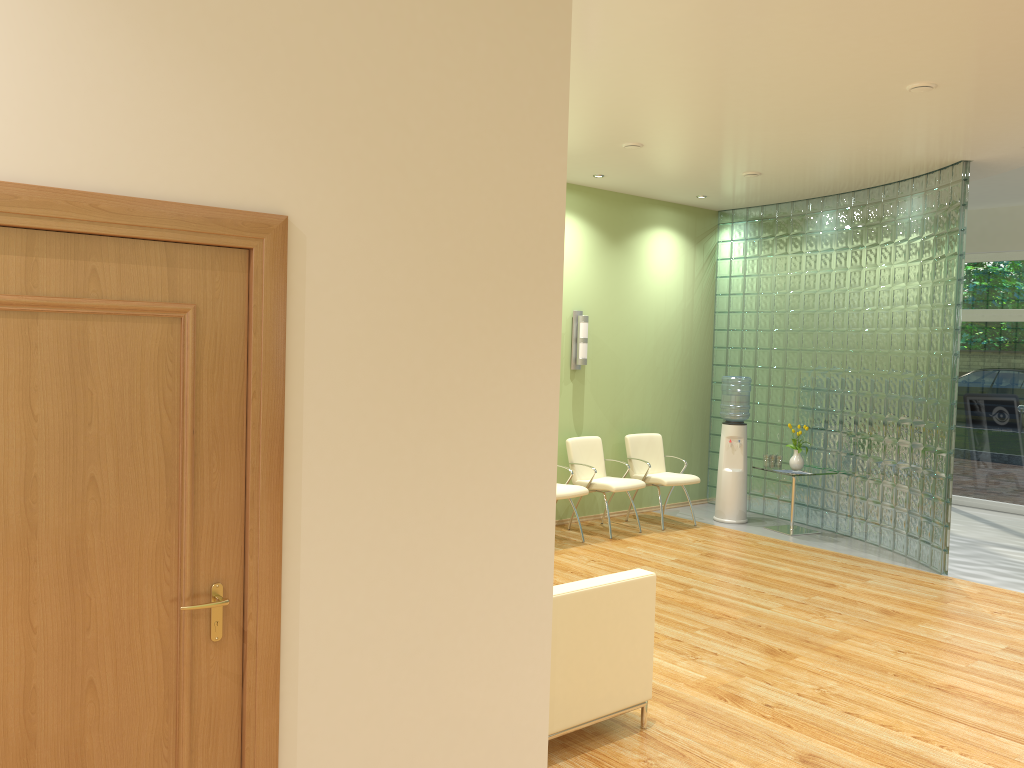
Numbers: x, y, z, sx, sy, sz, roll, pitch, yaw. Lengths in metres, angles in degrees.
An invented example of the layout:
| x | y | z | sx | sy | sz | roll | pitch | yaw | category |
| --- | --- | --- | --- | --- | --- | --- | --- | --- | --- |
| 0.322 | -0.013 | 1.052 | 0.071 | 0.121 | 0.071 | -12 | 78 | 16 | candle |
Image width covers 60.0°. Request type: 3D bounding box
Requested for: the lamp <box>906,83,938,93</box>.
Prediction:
| x | y | z | sx | sy | sz | roll | pitch | yaw | category |
| --- | --- | --- | --- | --- | --- | --- | --- | --- | --- |
| 2.385 | -1.717 | 5.163 | 0.167 | 0.024 | 0.167 | 2 | 3 | 0 | lamp |

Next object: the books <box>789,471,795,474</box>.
| x | y | z | sx | sy | sz | roll | pitch | yaw | category |
| --- | --- | --- | --- | --- | --- | --- | --- | --- | --- |
| 2.766 | 0.855 | 8.594 | 0.150 | 0.004 | 0.210 | 2 | 3 | 5 | books |

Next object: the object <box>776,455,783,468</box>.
| x | y | z | sx | sy | sz | roll | pitch | yaw | category |
| --- | --- | --- | --- | --- | --- | --- | --- | --- | --- |
| 2.680 | 0.780 | 8.906 | 0.071 | 0.119 | 0.072 | -1 | 4 | -40 | object |

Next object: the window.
| x | y | z | sx | sy | sz | roll | pitch | yaw | category |
| --- | --- | --- | --- | --- | --- | --- | --- | --- | --- |
| 7.421 | 0.129 | 8.216 | 0.092 | 3.000 | 9.401 | -1 | 4 | -40 | window |

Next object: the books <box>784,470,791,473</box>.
| x | y | z | sx | sy | sz | roll | pitch | yaw | category |
| --- | --- | --- | --- | --- | --- | --- | --- | --- | --- |
| 2.731 | 0.854 | 8.604 | 0.150 | 0.004 | 0.210 | 3 | 3 | 25 | books |

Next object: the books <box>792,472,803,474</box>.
| x | y | z | sx | sy | sz | roll | pitch | yaw | category |
| --- | --- | --- | --- | --- | --- | --- | --- | --- | --- |
| 2.784 | 0.856 | 8.594 | 0.150 | 0.004 | 0.210 | 2 | 3 | -5 | books |

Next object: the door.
| x | y | z | sx | sy | sz | roll | pitch | yaw | category |
| --- | --- | --- | --- | --- | --- | --- | --- | --- | --- |
| -1.041 | 0.646 | 2.138 | 0.823 | 2.001 | 0.098 | -1 | 4 | -40 | door |

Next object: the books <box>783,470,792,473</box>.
| x | y | z | sx | sy | sz | roll | pitch | yaw | category |
| --- | --- | --- | --- | --- | --- | --- | --- | --- | --- |
| 2.715 | 0.853 | 8.613 | 0.150 | 0.004 | 0.210 | 4 | 3 | 35 | books |

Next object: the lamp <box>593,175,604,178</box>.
| x | y | z | sx | sy | sz | roll | pitch | yaw | category |
| --- | --- | --- | --- | --- | --- | --- | --- | --- | --- |
| 0.800 | -1.917 | 8.187 | 0.105 | 0.011 | 0.105 | 3 | 3 | 31 | lamp |

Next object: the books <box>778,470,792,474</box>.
| x | y | z | sx | sy | sz | roll | pitch | yaw | category |
| --- | --- | --- | --- | --- | --- | --- | --- | --- | --- |
| 2.701 | 0.852 | 8.625 | 0.210 | 0.004 | 0.150 | -1 | 4 | -45 | books |

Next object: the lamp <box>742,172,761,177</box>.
| x | y | z | sx | sy | sz | roll | pitch | yaw | category |
| --- | --- | --- | --- | --- | --- | --- | --- | --- | --- |
| 2.133 | -1.856 | 7.894 | 0.167 | 0.024 | 0.167 | 4 | 3 | 33 | lamp |

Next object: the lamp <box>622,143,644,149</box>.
| x | y | z | sx | sy | sz | roll | pitch | yaw | category |
| --- | --- | --- | --- | --- | --- | --- | --- | --- | --- |
| 0.939 | -1.845 | 6.903 | 0.167 | 0.024 | 0.167 | 2 | 3 | 11 | lamp |

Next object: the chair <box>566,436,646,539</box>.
| x | y | z | sx | sy | sz | roll | pitch | yaw | category |
| --- | --- | --- | --- | --- | --- | --- | --- | --- | --- |
| 15.677 | 1.494 | 5.985 | 30.806 | 0.986 | 0.748 | 2 | 3 | 10 | chair |

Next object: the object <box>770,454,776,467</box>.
| x | y | z | sx | sy | sz | roll | pitch | yaw | category |
| --- | --- | --- | --- | --- | --- | --- | --- | --- | --- |
| 2.647 | 0.776 | 8.979 | 0.071 | 0.119 | 0.072 | -1 | 4 | -40 | object |

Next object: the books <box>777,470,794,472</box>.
| x | y | z | sx | sy | sz | roll | pitch | yaw | category |
| --- | --- | --- | --- | --- | --- | --- | --- | --- | --- |
| 2.674 | 0.849 | 8.672 | 0.210 | 0.004 | 0.150 | 1 | 3 | -15 | books |

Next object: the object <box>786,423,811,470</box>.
| x | y | z | sx | sy | sz | roll | pitch | yaw | category |
| --- | --- | --- | --- | --- | --- | --- | --- | --- | --- |
| 2.834 | 0.620 | 8.791 | 0.219 | 0.459 | 0.201 | 1 | 3 | -10 | object |

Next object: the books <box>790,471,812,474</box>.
| x | y | z | sx | sy | sz | roll | pitch | yaw | category |
| --- | --- | --- | --- | --- | --- | --- | --- | --- | --- |
| 2.802 | 0.856 | 8.597 | 0.150 | 0.004 | 0.210 | 1 | 3 | -15 | books |

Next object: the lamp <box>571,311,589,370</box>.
| x | y | z | sx | sy | sz | roll | pitch | yaw | category |
| --- | --- | --- | --- | --- | --- | --- | --- | --- | --- |
| 0.674 | -0.430 | 8.729 | 0.134 | 0.580 | 0.142 | -1 | 4 | -40 | lamp |

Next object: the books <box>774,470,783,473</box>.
| x | y | z | sx | sy | sz | roll | pitch | yaw | category |
| --- | --- | --- | --- | --- | --- | --- | --- | --- | --- |
| 2.680 | 0.850 | 8.655 | 0.210 | 0.004 | 0.150 | 0 | 3 | -25 | books |

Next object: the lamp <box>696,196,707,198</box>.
| x | y | z | sx | sy | sz | roll | pitch | yaw | category |
| --- | --- | --- | --- | --- | --- | --- | --- | --- | --- |
| 1.954 | -1.928 | 9.145 | 0.105 | 0.011 | 0.105 | 3 | 3 | 31 | lamp |

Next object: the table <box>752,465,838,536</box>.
| x | y | z | sx | sy | sz | roll | pitch | yaw | category |
| --- | --- | --- | --- | --- | --- | --- | --- | --- | --- |
| 2.797 | 1.155 | 8.829 | 0.581 | 0.614 | 0.581 | 0 | 3 | -26 | table |

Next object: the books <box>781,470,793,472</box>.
| x | y | z | sx | sy | sz | roll | pitch | yaw | category |
| --- | --- | --- | --- | --- | --- | --- | --- | --- | --- |
| 2.689 | 0.851 | 8.639 | 0.210 | 0.004 | 0.150 | 0 | 3 | -35 | books |

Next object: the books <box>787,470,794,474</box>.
| x | y | z | sx | sy | sz | roll | pitch | yaw | category |
| --- | --- | --- | --- | --- | --- | --- | --- | --- | --- |
| 2.748 | 0.855 | 8.598 | 0.150 | 0.004 | 0.210 | 2 | 3 | 15 | books |

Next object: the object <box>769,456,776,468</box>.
| x | y | z | sx | sy | sz | roll | pitch | yaw | category |
| --- | --- | --- | --- | --- | --- | --- | --- | --- | --- |
| 2.602 | 0.780 | 8.872 | 0.071 | 0.119 | 0.072 | -1 | 4 | -40 | object |

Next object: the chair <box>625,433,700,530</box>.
| x | y | z | sx | sy | sz | roll | pitch | yaw | category |
| --- | --- | --- | --- | --- | --- | --- | --- | --- | --- |
| 1.511 | 0.973 | 9.013 | 0.536 | 0.881 | 0.650 | 0 | 3 | -35 | chair |

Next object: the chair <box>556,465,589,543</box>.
| x | y | z | sx | sy | sz | roll | pitch | yaw | category |
| --- | --- | --- | --- | --- | --- | --- | --- | --- | --- |
| 15.367 | 1.497 | 5.720 | 31.281 | 0.986 | 0.752 | 2 | 3 | 9 | chair |

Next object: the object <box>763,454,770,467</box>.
| x | y | z | sx | sy | sz | roll | pitch | yaw | category |
| --- | --- | --- | --- | --- | --- | --- | --- | --- | --- |
| 2.569 | 0.775 | 8.949 | 0.071 | 0.119 | 0.072 | -1 | 4 | -40 | object |

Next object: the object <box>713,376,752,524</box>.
| x | y | z | sx | sy | sz | roll | pitch | yaw | category |
| --- | --- | --- | --- | --- | --- | --- | --- | --- | --- |
| 2.302 | 0.674 | 9.216 | 0.353 | 1.506 | 0.353 | 0 | 3 | -33 | object |
